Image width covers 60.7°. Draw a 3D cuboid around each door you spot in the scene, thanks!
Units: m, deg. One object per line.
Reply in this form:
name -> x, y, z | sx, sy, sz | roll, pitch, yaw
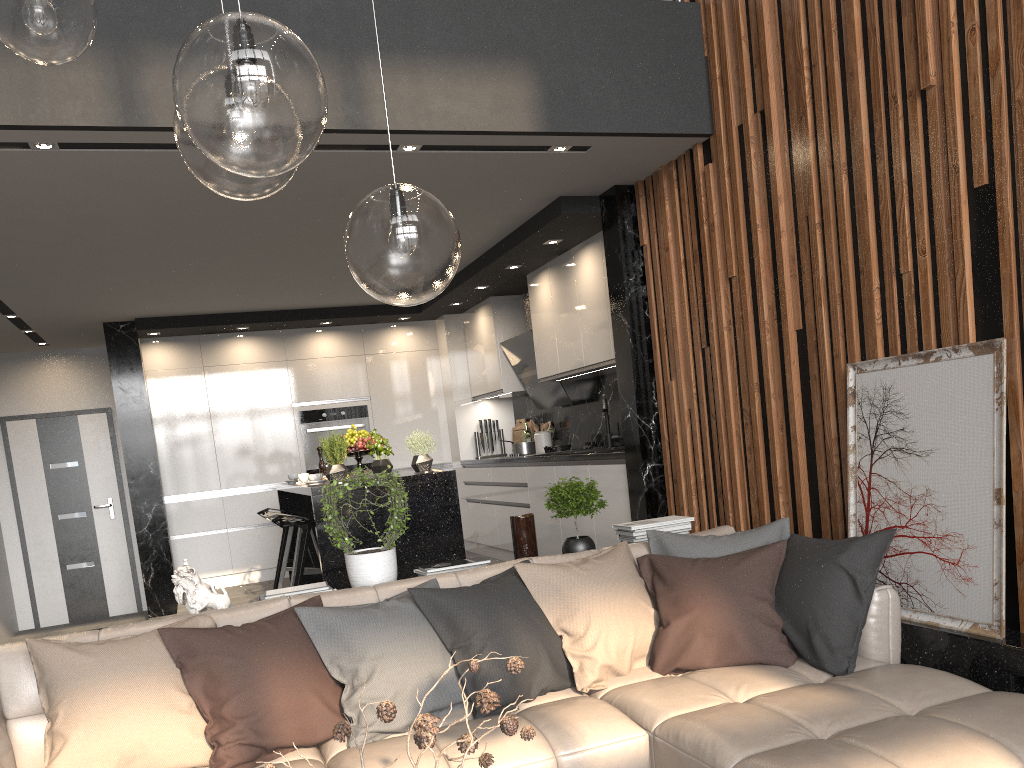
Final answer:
door -> -4.294, 1.315, 8.575 | 0.967, 2.107, 0.168 | -8, 6, -19

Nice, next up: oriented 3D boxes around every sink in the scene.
sink -> 0.578, 0.385, 6.416 | 0.494, 0.552, 1.114 | -7, -1, -21

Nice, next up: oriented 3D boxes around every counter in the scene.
counter -> 0.380, 0.569, 6.961 | 0.606, 0.040, 3.463 | -5, -4, -21

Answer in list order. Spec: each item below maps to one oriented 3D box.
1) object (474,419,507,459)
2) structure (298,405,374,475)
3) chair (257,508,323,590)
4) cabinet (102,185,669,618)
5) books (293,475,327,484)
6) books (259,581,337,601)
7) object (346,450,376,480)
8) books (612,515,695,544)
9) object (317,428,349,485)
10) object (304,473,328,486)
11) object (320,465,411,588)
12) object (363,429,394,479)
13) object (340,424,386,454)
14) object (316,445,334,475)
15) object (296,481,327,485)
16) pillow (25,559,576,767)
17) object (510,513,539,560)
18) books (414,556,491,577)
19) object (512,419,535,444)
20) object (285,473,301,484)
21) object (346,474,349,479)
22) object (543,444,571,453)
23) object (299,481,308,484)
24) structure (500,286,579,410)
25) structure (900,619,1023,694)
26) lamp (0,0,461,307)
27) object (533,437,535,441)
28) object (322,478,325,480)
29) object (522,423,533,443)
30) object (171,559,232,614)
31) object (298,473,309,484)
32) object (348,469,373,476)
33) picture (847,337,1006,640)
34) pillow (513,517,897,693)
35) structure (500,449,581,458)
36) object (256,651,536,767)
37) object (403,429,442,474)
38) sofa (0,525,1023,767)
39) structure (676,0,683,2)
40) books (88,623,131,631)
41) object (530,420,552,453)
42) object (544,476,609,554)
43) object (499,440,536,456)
object -> -0.219, 0.527, 8.508 | 0.319, 0.377, 0.066 | -7, 5, -20
structure -> -1.763, 0.574, 8.618 | 0.651, 0.639, 0.651 | -7, 1, -20
chair -> -1.535, 1.273, 6.307 | 0.431, 0.743, 1.730 | -8, -2, -21
cabinet -> -1.124, 0.215, 6.541 | 3.596, 3.274, 6.210 | -7, -1, -20
books -> -1.498, 0.722, 6.664 | 0.320, 0.038, 0.172 | -5, -3, -21
books -> -0.881, 0.896, 3.624 | 0.346, 0.101, 0.194 | -5, -2, -20
object -> -1.011, 0.539, 5.811 | 0.370, 0.190, 0.363 | -7, -2, 34
books -> 0.671, 0.720, 4.124 | 0.330, 0.152, 0.200 | -6, 0, -19
object -> -1.082, 0.431, 5.408 | 0.197, 0.373, 0.183 | -5, 4, 25
object -> -1.291, 0.627, 5.753 | 0.156, 0.071, 0.153 | -8, -2, 38
object -> -0.610, 0.627, 3.690 | 0.380, 0.583, 0.216 | -9, 5, -39
object -> -0.829, 0.436, 5.479 | 0.178, 0.316, 0.171 | -7, 4, -9
object -> -1.025, 0.373, 5.806 | 0.345, 0.217, 0.319 | -6, -1, -23
object -> -1.486, 0.627, 7.155 | 0.148, 0.287, 0.200 | -9, 4, -37
object -> -1.421, 0.704, 6.253 | 0.226, 0.003, 0.229 | -5, -4, -20
pillow -> -0.595, 0.980, 3.023 | 1.928, 0.505, 0.542 | -5, 0, -21
object -> 0.059, 0.720, 3.941 | 0.108, 0.271, 0.108 | -8, 5, -14
books -> -0.271, 0.835, 3.839 | 0.323, 0.100, 0.205 | -5, -2, -20
object -> 0.101, 0.501, 8.374 | 0.097, 0.334, 0.401 | -8, 1, -21
object -> -1.712, 0.746, 6.897 | 0.156, 0.071, 0.153 | -8, -2, 38
object -> -1.194, 0.637, 6.045 | 0.130, 0.060, 0.070 | -6, 0, -20
object -> 0.333, 0.534, 7.225 | 0.348, 0.061, 0.234 | -4, -4, -42
object -> -1.484, 0.698, 6.253 | 0.131, 0.027, 0.027 | -8, 0, 29
structure -> 0.224, -0.313, 7.308 | 0.410, 1.042, 0.736 | -8, 3, -20
structure -> 2.250, 0.972, 2.184 | 0.662, 0.462, 6.543 | -6, -3, -21
lamp -> -0.669, -2.665, 1.189 | 1.221, 5.057, 1.224 | -9, 6, -23
object -> 0.181, 0.553, 8.010 | 0.179, 0.164, 0.273 | -7, -1, -20
object -> -1.361, 0.676, 6.234 | 0.074, 0.043, 0.128 | -6, -3, -28
object -> 0.155, 0.500, 8.082 | 0.089, 0.286, 0.081 | -8, 5, -20
object -> -1.224, 0.828, 3.470 | 0.207, 0.293, 0.134 | -6, 4, -1
object -> -1.495, 0.681, 6.298 | 0.077, 0.071, 0.083 | -6, 1, 29
object -> -1.213, 0.730, 7.247 | 0.288, 0.030, 0.401 | -5, -4, -21
picture -> 1.505, 0.386, 3.233 | 0.100, 1.010, 0.727 | -8, 3, -21
pillow -> 0.735, 0.859, 3.391 | 1.387, 0.554, 0.755 | -7, 0, 10
structure -> 0.230, 0.590, 7.363 | 0.506, 0.061, 0.601 | -5, -4, -20
object -> -0.138, 0.779, 1.589 | 0.319, 0.610, 0.535 | -3, 3, 41
object -> -0.575, 0.428, 5.598 | 0.220, 0.287, 0.209 | -7, 2, -7
sofa -> -0.057, 1.083, 2.716 | 3.223, 0.827, 1.879 | -5, -2, -20
structure -> -1.744, -1.827, 5.018 | 4.194, 0.747, 3.382 | -5, -3, -20
books -> -1.503, 0.968, 3.383 | 0.292, 0.055, 0.183 | -6, -3, -16
object -> 0.273, 0.458, 7.774 | 0.174, 0.308, 0.157 | -7, 4, -17
object -> 0.293, 0.627, 4.027 | 0.311, 0.413, 0.267 | -5, 3, 30
object -> 0.065, 0.542, 7.541 | 0.198, 0.155, 0.349 | -6, -2, -30
